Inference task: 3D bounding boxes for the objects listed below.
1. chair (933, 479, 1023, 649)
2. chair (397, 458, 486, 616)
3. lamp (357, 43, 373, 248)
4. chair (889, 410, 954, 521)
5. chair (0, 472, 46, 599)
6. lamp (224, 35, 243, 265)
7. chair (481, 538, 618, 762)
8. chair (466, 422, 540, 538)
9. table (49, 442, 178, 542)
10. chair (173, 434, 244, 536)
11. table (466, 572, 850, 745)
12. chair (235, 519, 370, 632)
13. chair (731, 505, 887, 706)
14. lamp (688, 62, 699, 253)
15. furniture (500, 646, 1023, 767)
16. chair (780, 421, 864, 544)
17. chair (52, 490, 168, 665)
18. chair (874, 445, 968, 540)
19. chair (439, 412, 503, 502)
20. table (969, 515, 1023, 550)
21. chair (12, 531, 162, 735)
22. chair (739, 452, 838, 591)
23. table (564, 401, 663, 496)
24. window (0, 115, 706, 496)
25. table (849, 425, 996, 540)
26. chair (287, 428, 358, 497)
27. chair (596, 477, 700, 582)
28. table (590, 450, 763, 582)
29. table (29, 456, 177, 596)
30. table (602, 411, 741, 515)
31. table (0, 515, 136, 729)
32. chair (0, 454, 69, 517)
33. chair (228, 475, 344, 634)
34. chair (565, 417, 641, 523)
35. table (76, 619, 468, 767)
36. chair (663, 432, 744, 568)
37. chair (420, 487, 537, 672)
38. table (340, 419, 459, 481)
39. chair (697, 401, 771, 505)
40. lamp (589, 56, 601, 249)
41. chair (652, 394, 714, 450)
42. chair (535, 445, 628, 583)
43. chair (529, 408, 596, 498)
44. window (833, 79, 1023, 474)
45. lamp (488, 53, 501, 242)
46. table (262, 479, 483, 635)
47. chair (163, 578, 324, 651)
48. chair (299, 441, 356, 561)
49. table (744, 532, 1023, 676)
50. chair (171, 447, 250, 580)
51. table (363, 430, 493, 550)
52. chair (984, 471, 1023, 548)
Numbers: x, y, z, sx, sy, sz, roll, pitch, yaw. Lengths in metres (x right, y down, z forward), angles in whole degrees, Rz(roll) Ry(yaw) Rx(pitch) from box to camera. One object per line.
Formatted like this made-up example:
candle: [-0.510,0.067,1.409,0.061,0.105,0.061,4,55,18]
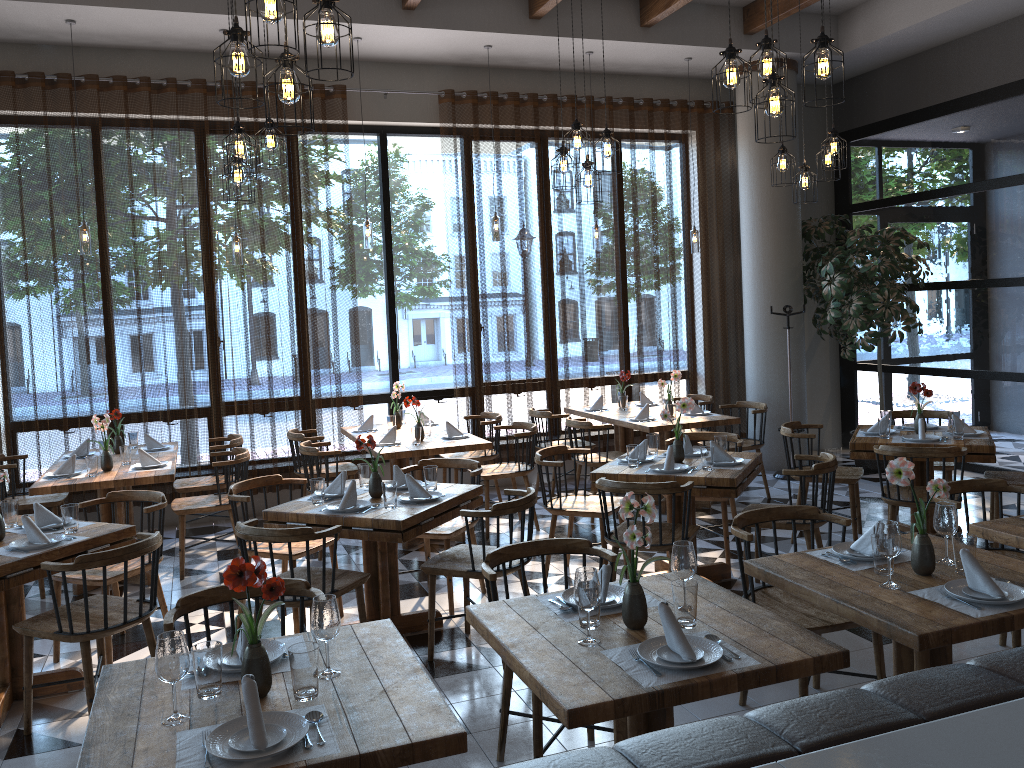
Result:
chair: [2.253,0.891,4.050,0.520,0.816,0.550,-4,3,-20]
chair: [-0.447,0.902,5.370,0.519,0.816,0.551,-1,4,25]
lamp: [-1.266,-2.135,7.501,0.078,1.960,0.078,-3,2,-12]
chair: [3.076,0.633,6.642,0.519,0.816,0.551,-1,4,25]
chair: [-3.353,0.993,5.860,0.550,0.816,0.520,-4,3,-20]
lamp: [-2.268,-1.945,7.142,0.078,1.960,0.078,-2,3,20]
chair: [0.183,1.049,3.303,0.520,0.816,0.550,-4,3,-20]
chair: [-0.059,0.742,7.049,0.550,0.816,0.520,-4,3,-20]
table: [-3.030,0.918,6.879,0.851,0.762,0.851,-4,4,-20]
chair: [-2.414,0.845,7.095,0.550,0.816,0.520,-4,3,-20]
table: [0.405,1.116,2.712,0.851,0.762,0.851,-4,4,-20]
chair: [-0.992,1.026,4.205,0.519,0.816,0.551,-1,4,25]
chair: [1.218,0.970,3.677,0.520,0.816,0.550,-4,3,-20]
lamp: [1.741,-2.255,8.589,0.078,1.960,0.078,-2,2,12]
furniture: [1.167,0.929,2.225,6.592,1.148,1.921,-4,5,-20]
chair: [2.219,0.699,6.333,0.549,0.816,0.521,-1,3,25]
chair: [-2.137,1.031,4.760,0.519,0.816,0.551,-1,4,25]
chair: [2.530,0.757,5.476,0.519,0.816,0.551,-1,4,25]
chair: [-0.347,0.687,7.842,0.550,0.816,0.520,-4,3,-20]
table: [2.465,0.959,3.455,0.851,0.762,0.851,-4,4,-20]
chair: [-1.826,1.090,3.903,0.549,0.816,0.521,-1,3,25]
chair: [1.610,0.828,5.144,0.549,0.816,0.521,-1,3,25]
table: [1.062,0.606,8.356,0.851,0.762,0.851,-4,4,-20]
window: [-4.905,-0.489,5.931,15.161,3.159,4.494,-7,6,-43]
table: [2.802,0.722,6.055,0.864,0.762,0.866,-1,4,25]
chair: [-1.573,0.781,7.399,0.550,0.816,0.520,-4,3,-20]
chair: [0.754,0.893,4.835,0.519,0.816,0.551,-1,4,25]
table: [1.037,0.857,5.418,0.864,0.762,0.866,-1,4,25]
table: [-2.738,0.973,6.075,0.851,0.762,0.851,-4,4,-20]
table: [1.354,0.661,7.552,0.851,0.762,0.851,-4,4,-20]
table: [-2.400,1.119,4.178,0.864,0.762,0.866,-1,4,25]
chair: [-3.640,0.938,6.653,0.550,0.816,0.520,-4,3,-20]
chair: [-1.303,0.967,5.061,0.549,0.816,0.521,-1,3,25]
chair: [0.739,0.681,7.337,0.550,0.816,0.520,-4,3,-20]
table: [-0.631,1.195,2.338,0.851,0.762,0.851,-4,4,-20]
chair: [1.300,0.769,6.001,0.519,0.816,0.551,-1,4,25]
chair: [-0.136,0.961,4.513,0.549,0.816,0.521,-1,3,25]
table: [-0.963,0.760,7.626,0.851,0.762,0.851,-4,4,-20]
chair: [1.965,0.587,7.779,0.550,0.816,0.520,-4,3,-20]
lamp: [0.751,-2.238,8.231,0.078,1.960,0.078,-4,3,-34]
chair: [1.678,0.533,8.572,0.550,0.816,0.520,-4,3,-20]
chair: [0.444,0.834,5.692,0.549,0.816,0.521,-1,3,25]
chair: [0.452,0.626,8.130,0.550,0.816,0.520,-4,3,-20]
window: [5.153,-1.023,9.154,2.188,3.542,2.731,-4,4,-20]
lamp: [-0.181,-2.252,7.892,0.078,1.960,0.078,-4,3,-30]
table: [-0.709,0.990,4.788,0.864,0.762,0.866,-1,4,25]
chair: [-0.852,1.128,2.930,0.520,0.816,0.550,-4,3,-20]
chair: [-1.285,0.835,6.606,0.550,0.816,0.520,-4,3,-20]
table: [1.429,1.038,3.081,0.851,0.762,0.851,-4,4,-20]
chair: [-2.127,0.899,6.302,0.550,0.816,0.520,-4,3,-20]
table: [-0.671,0.816,6.821,0.851,0.762,0.851,-4,4,-20]
chair: [3.403,0.690,5.801,0.549,0.816,0.521,-1,3,25]
